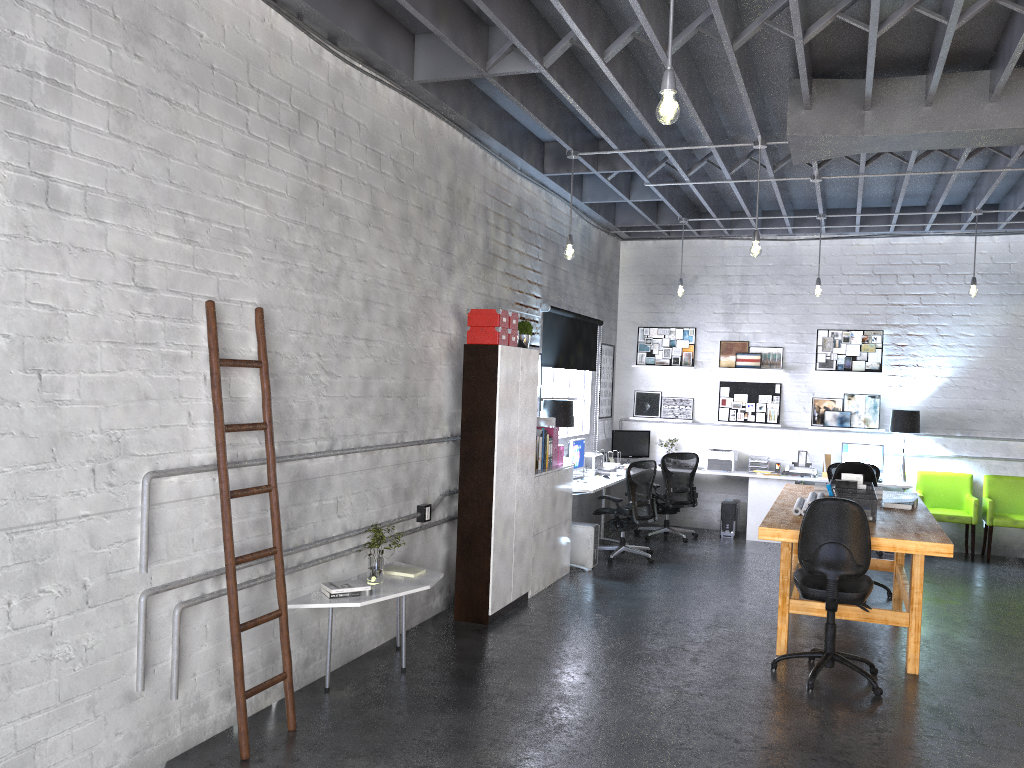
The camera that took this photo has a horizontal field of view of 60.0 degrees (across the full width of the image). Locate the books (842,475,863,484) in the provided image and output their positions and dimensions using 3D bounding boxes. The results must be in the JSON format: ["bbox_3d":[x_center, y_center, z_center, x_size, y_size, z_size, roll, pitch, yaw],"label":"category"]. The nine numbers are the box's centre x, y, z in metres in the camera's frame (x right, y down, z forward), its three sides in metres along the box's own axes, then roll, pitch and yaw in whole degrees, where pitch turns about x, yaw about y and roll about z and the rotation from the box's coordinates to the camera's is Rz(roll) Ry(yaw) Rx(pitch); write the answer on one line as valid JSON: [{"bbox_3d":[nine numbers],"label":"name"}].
[{"bbox_3d":[2.737,0.839,7.139,0.158,0.200,0.082,2,1,20],"label":"books"}]

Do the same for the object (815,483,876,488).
[{"bbox_3d":[2.797,0.868,7.376,0.519,0.047,0.046,2,1,21],"label":"object"}]

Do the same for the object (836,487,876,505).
[{"bbox_3d":[2.478,0.856,6.467,0.316,0.156,0.306,2,1,21],"label":"object"}]

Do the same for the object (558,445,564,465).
[{"bbox_3d":[0.363,0.661,8.348,0.214,0.177,0.161,2,1,21],"label":"object"}]

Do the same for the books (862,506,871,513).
[{"bbox_3d":[2.418,0.871,6.160,0.127,0.022,0.181,2,0,16],"label":"books"}]

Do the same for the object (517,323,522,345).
[{"bbox_3d":[-0.004,-0.404,7.090,0.169,0.240,0.171,2,1,-30],"label":"object"}]

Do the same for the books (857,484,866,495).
[{"bbox_3d":[2.578,0.842,6.656,0.143,0.188,0.061,2,1,20],"label":"books"}]

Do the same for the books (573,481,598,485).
[{"bbox_3d":[0.723,0.979,8.814,0.209,0.012,0.158,2,0,44],"label":"books"}]

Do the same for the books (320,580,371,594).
[{"bbox_3d":[-0.958,1.165,5.102,0.234,0.022,0.185,2,0,-31],"label":"books"}]

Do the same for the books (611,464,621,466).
[{"bbox_3d":[1.121,0.955,10.567,0.297,0.006,0.210,2,0,23],"label":"books"}]

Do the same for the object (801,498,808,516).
[{"bbox_3d":[2.150,0.893,6.459,0.058,0.057,0.635,2,0,21],"label":"object"}]

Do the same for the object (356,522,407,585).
[{"bbox_3d":[-0.793,1.031,5.366,0.271,0.363,0.297,1,1,-34],"label":"object"}]

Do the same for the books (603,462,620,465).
[{"bbox_3d":[1.122,0.945,10.572,0.297,0.006,0.210,2,0,21],"label":"books"}]

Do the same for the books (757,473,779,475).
[{"bbox_3d":[3.027,1.066,10.494,0.211,0.014,0.148,2,0,-15],"label":"books"}]

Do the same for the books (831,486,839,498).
[{"bbox_3d":[2.277,0.821,6.189,0.097,0.209,0.157,3,1,20],"label":"books"}]

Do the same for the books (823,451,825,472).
[{"bbox_3d":[3.711,0.949,10.540,0.036,0.296,0.210,3,1,21],"label":"books"}]

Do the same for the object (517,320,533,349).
[{"bbox_3d":[0.092,-0.401,7.213,0.169,0.240,0.171,2,1,20],"label":"object"}]

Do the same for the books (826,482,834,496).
[{"bbox_3d":[2.252,0.808,6.215,0.108,0.234,0.166,3,1,21],"label":"books"}]

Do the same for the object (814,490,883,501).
[{"bbox_3d":[2.738,0.906,7.225,0.519,0.047,0.047,2,1,21],"label":"object"}]

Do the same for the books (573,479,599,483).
[{"bbox_3d":[0.729,0.968,8.816,0.170,0.010,0.212,2,0,-43],"label":"books"}]

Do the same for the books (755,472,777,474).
[{"bbox_3d":[3.008,1.051,10.489,0.211,0.014,0.148,2,0,-5],"label":"books"}]

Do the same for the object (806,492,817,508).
[{"bbox_3d":[2.179,0.845,6.448,0.057,0.057,0.635,2,0,21],"label":"object"}]

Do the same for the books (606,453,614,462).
[{"bbox_3d":[1.201,0.906,10.880,0.017,0.121,0.184,3,1,35],"label":"books"}]

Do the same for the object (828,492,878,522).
[{"bbox_3d":[2.370,0.853,6.179,0.316,0.156,0.306,2,1,21],"label":"object"}]

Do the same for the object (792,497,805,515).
[{"bbox_3d":[2.096,0.891,6.480,0.057,0.058,0.635,2,0,21],"label":"object"}]

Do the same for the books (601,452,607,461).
[{"bbox_3d":[1.151,0.895,10.933,0.052,0.109,0.133,3,1,35],"label":"books"}]

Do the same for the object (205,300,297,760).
[{"bbox_3d":[-1.259,0.672,4.303,0.320,2.121,0.425,3,1,21],"label":"object"}]

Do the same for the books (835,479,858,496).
[{"bbox_3d":[2.503,0.826,6.651,0.158,0.214,0.063,2,1,20],"label":"books"}]

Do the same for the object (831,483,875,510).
[{"bbox_3d":[2.586,0.858,6.755,0.316,0.156,0.306,2,1,21],"label":"object"}]

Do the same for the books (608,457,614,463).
[{"bbox_3d":[1.223,0.938,10.876,0.037,0.076,0.102,3,1,35],"label":"books"}]

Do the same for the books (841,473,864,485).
[{"bbox_3d":[2.751,0.832,7.167,0.171,0.210,0.046,2,1,21],"label":"books"}]

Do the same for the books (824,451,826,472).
[{"bbox_3d":[3.721,0.949,10.541,0.043,0.296,0.210,3,1,21],"label":"books"}]

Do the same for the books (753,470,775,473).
[{"bbox_3d":[2.983,1.036,10.495,0.211,0.014,0.148,2,0,35],"label":"books"}]

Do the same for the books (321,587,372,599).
[{"bbox_3d":[-0.955,1.192,5.112,0.250,0.031,0.185,2,0,-27],"label":"books"}]

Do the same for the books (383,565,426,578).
[{"bbox_3d":[-0.702,1.203,5.698,0.248,0.021,0.176,2,0,20],"label":"books"}]

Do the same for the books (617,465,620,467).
[{"bbox_3d":[1.121,0.971,10.572,0.297,0.006,0.210,2,0,21],"label":"books"}]

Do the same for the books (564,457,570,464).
[{"bbox_3d":[0.492,0.862,8.979,0.172,0.243,0.026,3,1,21],"label":"books"}]

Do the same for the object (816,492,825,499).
[{"bbox_3d":[2.232,0.847,6.428,0.057,0.057,0.635,2,0,21],"label":"object"}]

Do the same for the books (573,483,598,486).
[{"bbox_3d":[0.724,0.991,8.811,0.158,0.012,0.213,2,0,-44],"label":"books"}]

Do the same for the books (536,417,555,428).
[{"bbox_3d":[0.305,0.438,8.158,0.192,0.267,0.060,2,1,20],"label":"books"}]

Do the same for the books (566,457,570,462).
[{"bbox_3d":[0.495,0.862,8.983,0.173,0.243,0.026,3,1,20],"label":"books"}]

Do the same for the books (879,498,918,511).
[{"bbox_3d":[2.994,0.918,6.862,0.244,0.067,0.298,2,0,30],"label":"books"}]

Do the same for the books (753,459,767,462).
[{"bbox_3d":[3.020,0.932,10.833,0.134,0.008,0.203,2,0,4],"label":"books"}]

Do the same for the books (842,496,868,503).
[{"bbox_3d":[2.474,0.843,6.472,0.232,0.027,0.184,2,0,-7],"label":"books"}]
